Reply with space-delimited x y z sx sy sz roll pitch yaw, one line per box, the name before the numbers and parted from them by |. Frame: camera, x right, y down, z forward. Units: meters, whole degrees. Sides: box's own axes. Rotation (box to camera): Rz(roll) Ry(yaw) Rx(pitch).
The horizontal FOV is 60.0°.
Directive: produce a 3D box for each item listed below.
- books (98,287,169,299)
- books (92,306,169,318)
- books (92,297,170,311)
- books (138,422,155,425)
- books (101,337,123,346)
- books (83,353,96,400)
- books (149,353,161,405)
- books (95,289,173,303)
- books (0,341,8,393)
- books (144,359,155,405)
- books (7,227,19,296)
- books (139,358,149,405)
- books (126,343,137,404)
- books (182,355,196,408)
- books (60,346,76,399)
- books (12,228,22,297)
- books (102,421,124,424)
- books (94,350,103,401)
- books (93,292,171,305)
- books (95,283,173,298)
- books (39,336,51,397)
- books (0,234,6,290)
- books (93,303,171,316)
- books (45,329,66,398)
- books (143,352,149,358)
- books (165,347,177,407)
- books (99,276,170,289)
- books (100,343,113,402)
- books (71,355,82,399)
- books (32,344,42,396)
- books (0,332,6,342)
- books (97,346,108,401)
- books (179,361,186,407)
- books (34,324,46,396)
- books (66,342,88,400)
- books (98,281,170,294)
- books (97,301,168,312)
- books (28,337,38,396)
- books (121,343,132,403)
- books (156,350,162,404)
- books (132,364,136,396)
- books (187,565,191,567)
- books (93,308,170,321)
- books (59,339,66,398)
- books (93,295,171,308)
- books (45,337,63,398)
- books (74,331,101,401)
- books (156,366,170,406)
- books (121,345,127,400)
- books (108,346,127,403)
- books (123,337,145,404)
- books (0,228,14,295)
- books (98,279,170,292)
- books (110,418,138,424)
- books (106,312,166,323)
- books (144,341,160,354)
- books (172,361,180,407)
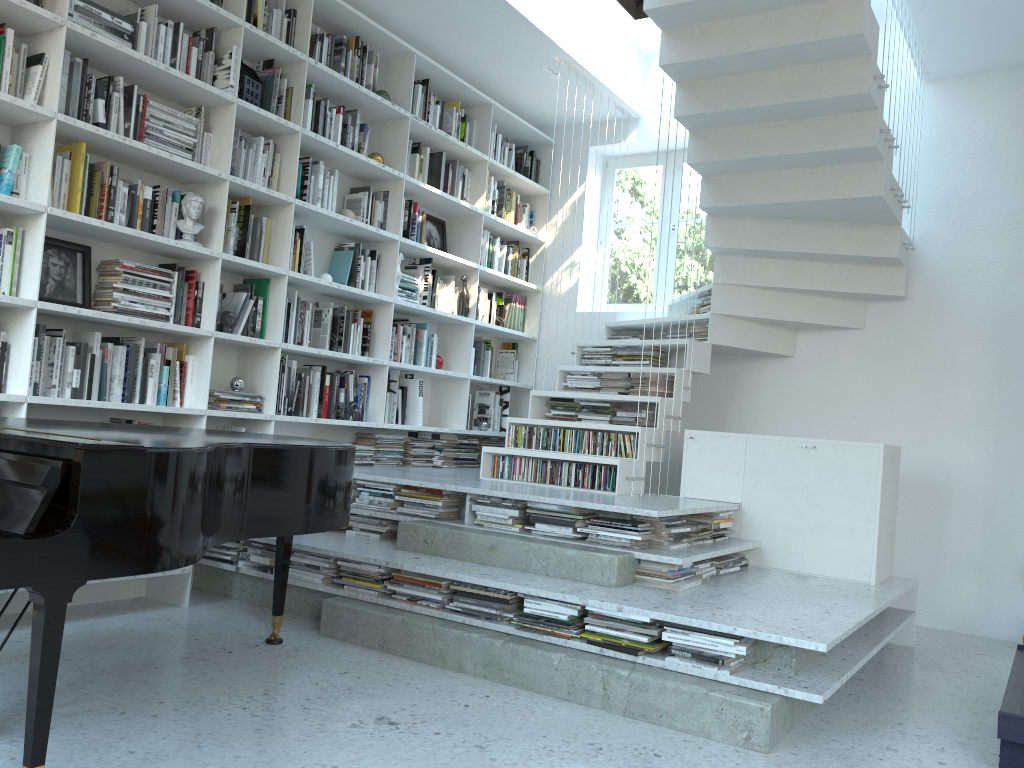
books | -1.698 -0.405 3.984 0.161 0.012 0.254 3 -3 27
books | -1.713 -0.323 3.985 0.159 0.012 0.285 3 -4 31
books | -1.712 -0.358 3.988 0.159 0.012 0.285 3 -4 32
books | -1.673 0.318 3.971 0.169 0.293 0.015 3 -3 32
books | -1.779 -0.065 3.917 0.134 0.286 0.014 3 -3 32
books | -1.839 -0.033 3.774 0.165 0.196 0.023 3 -3 32
books | -1.676 -0.024 4.041 0.174 0.234 0.023 3 -3 32
books | -1.698 -0.393 3.983 0.159 0.012 0.285 2 -4 37
books | -2.042 -0.067 3.477 0.158 0.201 0.024 3 -3 32
books | -1.689 -0.011 4.021 0.167 0.204 0.023 3 -3 32
books | -2.002 -0.471 3.474 0.187 0.279 0.011 3 -3 32
books | -1.710 -0.016 3.989 0.183 0.207 0.024 3 -3 32
books | -1.737 -0.050 3.939 0.161 0.264 0.028 3 -3 32
books | -1.573 -0.014 4.189 0.176 0.246 0.033 3 -3 32
books | -1.888 -0.051 3.694 0.174 0.217 0.023 3 -3 32
books | -1.996 -0.471 3.489 0.162 0.281 0.021 3 -3 32
books | -1.750 0.310 3.866 0.159 0.285 0.012 3 -3 32
books | -1.830 -0.041 3.828 0.140 0.220 0.025 3 -3 32
books | -1.706 -0.382 3.986 0.159 0.012 0.285 3 -4 34
books | -1.696 -0.417 3.984 0.159 0.012 0.285 2 -4 37
books | -1.952 -0.075 3.636 0.132 0.247 0.024 3 -3 32
books | -2.026 -0.457 3.442 0.171 0.244 0.012 3 -3 32
books | -1.703 -0.334 3.980 0.159 0.012 0.285 2 -4 37
books | -1.909 -0.087 3.664 0.166 0.282 0.013 3 -3 32
books | -1.708 -0.029 4.012 0.154 0.235 0.014 3 -3 32
books | -1.635 -0.035 4.118 0.175 0.272 0.026 3 -3 32
books | -1.696 -0.454 3.987 0.161 0.012 0.254 3 -3 28
books | -1.807 -0.053 3.879 0.136 0.254 0.025 3 -3 32
books | -1.872 -0.032 3.713 0.174 0.183 0.029 3 -3 32
books | -1.971 -0.059 3.587 0.170 0.208 0.024 3 -3 32
books | -2.051 -0.087 3.509 0.107 0.242 0.019 3 -3 32
books | -1.809 -0.047 3.847 0.159 0.237 0.031 3 -3 32
books | -1.597 -0.002 4.163 0.166 0.216 0.011 3 -3 32
books | -1.969 -0.099 3.619 0.140 0.290 0.027 3 -3 32
books | -1.860 -0.057 3.742 0.165 0.237 0.029 3 -3 32
books | -1.700 -0.429 3.987 0.161 0.012 0.254 3 -4 35
books | -1.703 -0.346 3.981 0.161 0.012 0.254 3 -3 27
books | -1.973 -0.074 3.559 0.167 0.234 0.027 3 -3 32
books | -1.753 -0.050 3.927 0.181 0.261 0.010 3 -3 32
books | -1.674 -0.033 4.079 0.145 0.256 0.014 3 -3 32
books | -1.739 -0.017 3.966 0.128 0.202 0.021 3 -3 32
books | -1.589 0.697 4.131 0.277 0.269 0.038 3 -3 32
books | -1.705 -0.310 3.979 0.159 0.012 0.285 3 -3 27
books | -1.917 -0.068 3.688 0.141 0.244 0.021 3 -3 32
books | -1.709 -0.370 3.987 0.159 0.012 0.285 3 -4 33
books | -1.924 -0.071 3.649 0.179 0.245 0.027 3 -3 32
books | -1.833 -0.078 3.803 0.152 0.291 0.026 3 -3 32
books | -1.647 0.006 4.080 0.169 0.183 0.023 3 -3 32
books | -1.768 -0.046 3.923 0.158 0.251 0.011 3 -3 32
books | -1.771 -0.046 3.886 0.191 0.245 0.026 3 -3 32
books | -1.718 -0.062 3.977 0.177 0.296 0.012 3 -3 32
books | -2.020 -0.468 3.463 0.178 0.269 0.027 3 -3 32
books | -1.699 -0.441 3.987 0.161 0.012 0.254 3 -3 29
books | -1.718 0.305 3.890 0.181 0.303 0.013 3 -3 32
books | -1.712 -0.299 3.983 0.161 0.012 0.254 3 -4 34
books | -1.673 -0.052 4.064 0.137 0.293 0.014 3 -3 32
books | -1.610 -0.002 4.140 0.169 0.212 0.042 3 -3 32
